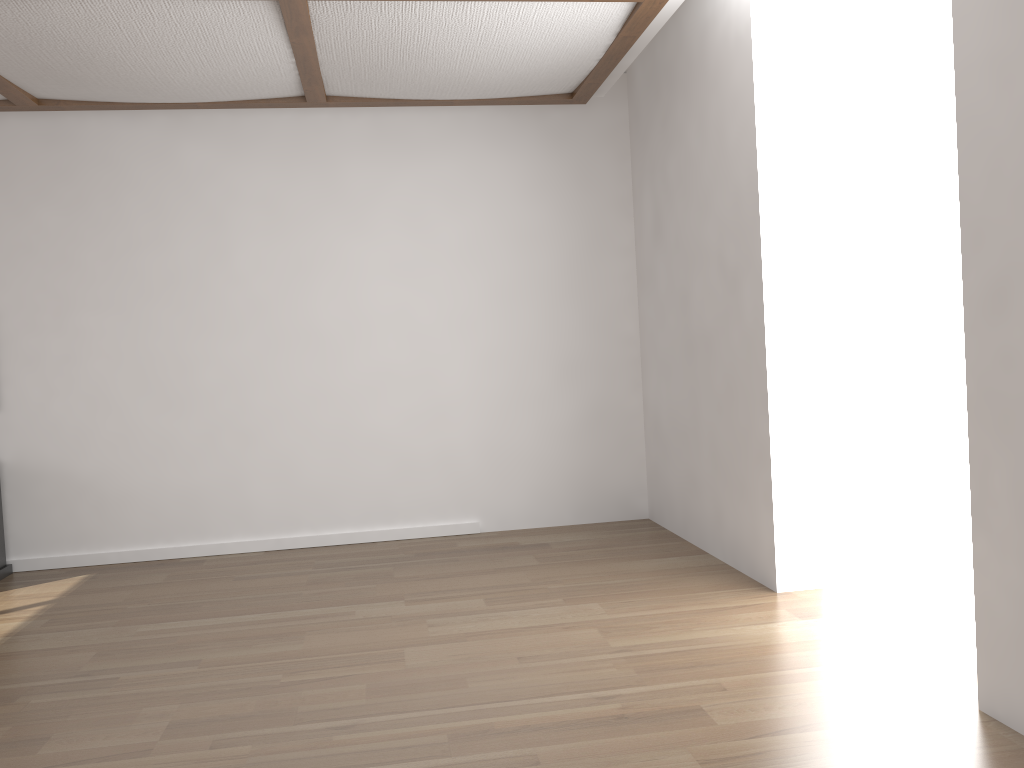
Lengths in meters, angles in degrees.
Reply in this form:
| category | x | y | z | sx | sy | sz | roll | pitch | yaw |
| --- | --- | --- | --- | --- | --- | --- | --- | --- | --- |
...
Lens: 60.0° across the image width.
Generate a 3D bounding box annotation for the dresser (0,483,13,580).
| category | x | y | z | sx | sy | sz | roll | pitch | yaw |
| --- | --- | --- | --- | --- | --- | --- | --- | --- | --- |
| dresser | -3.459 | 0.749 | 4.257 | 1.740 | 0.608 | 0.540 | -3 | 2 | -8 |
